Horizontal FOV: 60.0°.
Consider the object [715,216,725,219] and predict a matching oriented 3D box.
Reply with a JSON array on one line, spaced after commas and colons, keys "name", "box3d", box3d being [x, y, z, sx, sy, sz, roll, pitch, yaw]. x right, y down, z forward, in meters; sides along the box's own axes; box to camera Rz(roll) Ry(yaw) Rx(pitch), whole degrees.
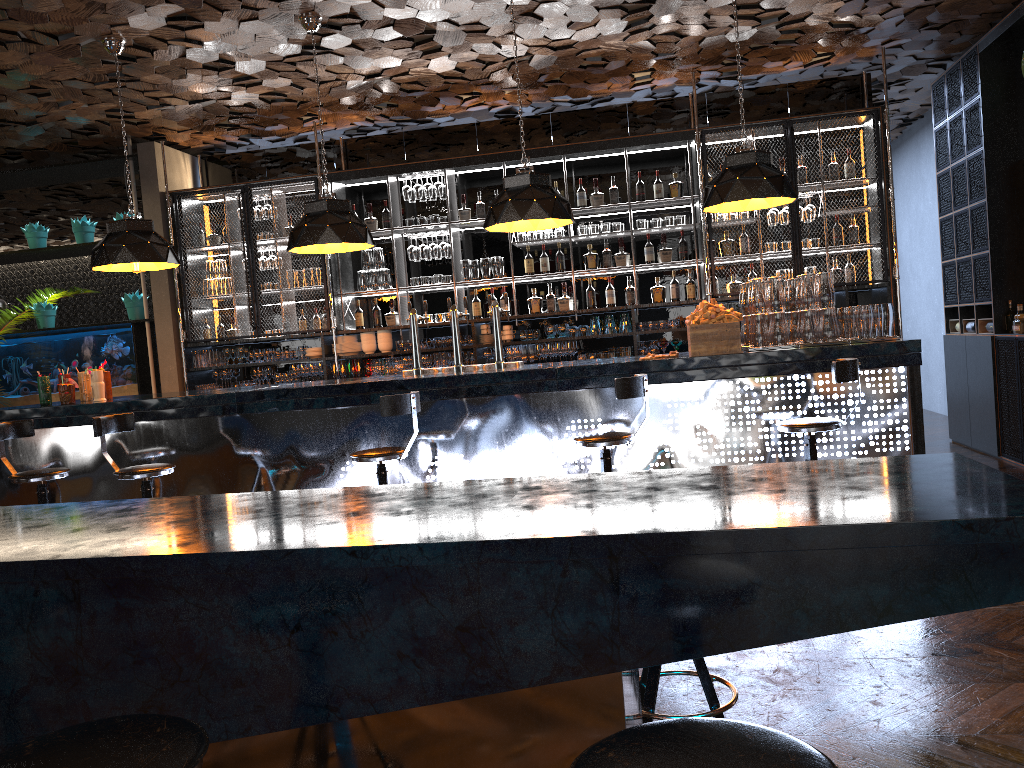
[{"name": "object", "box3d": [1.882, -1.538, 8.039, 0.089, 0.092, 0.089, -3, 3, 35]}]

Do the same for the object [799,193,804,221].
[{"name": "object", "box3d": [2.550, -1.576, 7.910, 0.092, 0.244, 0.092, -5, 3, 4]}]

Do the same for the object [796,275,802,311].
[{"name": "object", "box3d": [1.748, -0.546, 5.300, 0.105, 0.209, 0.105, -3, 3, 35]}]

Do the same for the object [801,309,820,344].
[{"name": "object", "box3d": [1.726, -0.327, 5.138, 0.105, 0.209, 0.105, -3, 3, 35]}]

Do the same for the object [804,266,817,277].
[{"name": "object", "box3d": [2.674, -0.941, 7.932, 0.105, 0.209, 0.105, -5, 3, -5]}]

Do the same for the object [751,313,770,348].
[{"name": "object", "box3d": [1.446, -0.305, 5.177, 0.105, 0.209, 0.105, -3, 3, 35]}]

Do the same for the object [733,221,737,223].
[{"name": "object", "box3d": [2.049, -1.537, 8.196, 0.089, 0.092, 0.089, -6, 3, -30]}]

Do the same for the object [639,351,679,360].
[{"name": "object", "box3d": [0.872, -0.167, 5.307, 0.377, 0.045, 0.198, -7, 4, -42]}]

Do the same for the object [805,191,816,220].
[{"name": "object", "box3d": [2.652, -1.584, 7.893, 0.092, 0.244, 0.092, -5, 3, 4]}]

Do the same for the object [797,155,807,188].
[{"name": "object", "box3d": [2.598, -1.914, 7.974, 0.083, 0.282, 0.083, -5, 3, -5]}]

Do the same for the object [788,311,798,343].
[{"name": "object", "box3d": [1.787, -0.352, 5.581, 0.105, 0.209, 0.105, -3, 3, 35]}]

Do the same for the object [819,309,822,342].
[{"name": "object", "box3d": [1.865, -0.343, 5.238, 0.105, 0.209, 0.105, -3, 3, 35]}]

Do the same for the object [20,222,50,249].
[{"name": "object", "box3d": [-4.919, -1.519, 9.165, 0.265, 0.325, 0.245, -6, 3, -26]}]

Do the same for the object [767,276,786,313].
[{"name": "object", "box3d": [1.549, -0.525, 5.212, 0.105, 0.209, 0.105, -3, 3, 35]}]

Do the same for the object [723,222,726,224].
[{"name": "object", "box3d": [1.929, -1.526, 8.178, 0.089, 0.092, 0.089, -3, 3, 33]}]

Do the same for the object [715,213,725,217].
[{"name": "object", "box3d": [1.880, -1.565, 8.037, 0.089, 0.092, 0.089, -3, 3, 35]}]

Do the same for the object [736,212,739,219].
[{"name": "object", "box3d": [2.047, -1.557, 8.195, 0.089, 0.092, 0.089, -5, 3, -5]}]

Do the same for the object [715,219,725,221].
[{"name": "object", "box3d": [1.884, -1.516, 8.040, 0.089, 0.092, 0.089, -3, 3, 35]}]

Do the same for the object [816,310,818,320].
[{"name": "object", "box3d": [1.898, -0.361, 5.575, 0.105, 0.209, 0.105, -3, 3, 35]}]

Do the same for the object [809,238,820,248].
[{"name": "object", "box3d": [2.716, -1.255, 7.951, 0.089, 0.092, 0.089, -5, 3, -6]}]

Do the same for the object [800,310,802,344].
[{"name": "object", "box3d": [1.757, -0.334, 5.249, 0.105, 0.209, 0.105, -3, 3, 35]}]

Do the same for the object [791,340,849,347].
[{"name": "object", "box3d": [1.817, -0.243, 5.269, 0.273, 0.019, 0.437, -4, 3, 10]}]

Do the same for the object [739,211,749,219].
[{"name": "object", "box3d": [2.097, -1.533, 8.016, 0.089, 0.092, 0.089, -6, 3, -30]}]

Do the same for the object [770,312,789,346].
[{"name": "object", "box3d": [1.558, -0.314, 5.171, 0.105, 0.209, 0.105, -3, 3, 35]}]

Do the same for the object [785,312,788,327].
[{"name": "object", "box3d": [1.837, -0.367, 5.809, 0.105, 0.209, 0.105, -3, 3, 35]}]

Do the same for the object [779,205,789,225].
[{"name": "object", "box3d": [2.480, -1.579, 8.089, 0.092, 0.244, 0.092, -5, 3, 4]}]

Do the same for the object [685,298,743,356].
[{"name": "object", "box3d": [1.220, -0.350, 5.337, 0.340, 0.332, 0.464, -4, 3, 13]}]

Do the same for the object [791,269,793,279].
[{"name": "object", "box3d": [2.577, -0.937, 8.009, 0.105, 0.209, 0.105, -5, 3, -5]}]

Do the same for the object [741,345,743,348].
[{"name": "object", "box3d": [1.598, -0.247, 5.750, 0.273, 0.019, 0.437, -4, 3, 10]}]

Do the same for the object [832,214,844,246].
[{"name": "object", "box3d": [2.921, -1.374, 7.957, 0.086, 0.299, 0.086, -6, 3, -31]}]

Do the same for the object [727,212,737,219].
[{"name": "object", "box3d": [1.990, -1.546, 8.045, 0.089, 0.092, 0.089, -3, 3, 35]}]

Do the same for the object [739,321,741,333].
[{"name": "object", "box3d": [2.109, -0.443, 8.058, 0.170, 0.313, 0.170, -5, 3, 4]}]

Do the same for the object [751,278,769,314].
[{"name": "object", "box3d": [1.459, -0.518, 5.223, 0.105, 0.209, 0.105, -3, 3, 35]}]

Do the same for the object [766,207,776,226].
[{"name": "object", "box3d": [2.372, -1.571, 8.107, 0.092, 0.244, 0.092, -5, 3, 4]}]

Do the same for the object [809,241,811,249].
[{"name": "object", "box3d": [2.686, -1.259, 8.093, 0.089, 0.092, 0.089, -5, 3, -6]}]

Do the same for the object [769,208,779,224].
[{"name": "object", "box3d": [2.345, -1.561, 7.945, 0.092, 0.244, 0.092, -5, 3, 4]}]

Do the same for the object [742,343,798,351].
[{"name": "object", "box3d": [1.537, -0.222, 5.307, 0.273, 0.019, 0.437, -4, 3, 10]}]

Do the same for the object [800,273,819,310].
[{"name": "object", "box3d": [1.738, -0.540, 5.184, 0.105, 0.209, 0.105, -3, 3, 35]}]

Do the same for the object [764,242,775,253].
[{"name": "object", "box3d": [2.320, -1.223, 7.977, 0.089, 0.092, 0.089, -5, 3, -6]}]

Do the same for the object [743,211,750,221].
[{"name": "object", "box3d": [2.147, -1.544, 8.173, 0.089, 0.092, 0.089, -3, 3, 35]}]

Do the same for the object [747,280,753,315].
[{"name": "object", "box3d": [1.469, -0.525, 5.339, 0.105, 0.209, 0.105, -3, 3, 35]}]

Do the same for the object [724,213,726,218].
[{"name": "object", "box3d": [1.925, -1.575, 8.176, 0.089, 0.092, 0.089, -5, 3, -6]}]

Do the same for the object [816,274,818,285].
[{"name": "object", "box3d": [1.859, -0.554, 5.287, 0.105, 0.209, 0.105, -3, 3, 35]}]

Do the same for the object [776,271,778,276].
[{"name": "object", "box3d": [2.460, -0.931, 8.082, 0.105, 0.209, 0.105, -5, 3, -5]}]

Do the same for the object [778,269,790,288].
[{"name": "object", "box3d": [2.449, -0.925, 7.967, 0.105, 0.209, 0.105, -5, 3, -5]}]

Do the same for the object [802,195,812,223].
[{"name": "object", "box3d": [2.679, -1.593, 8.055, 0.092, 0.244, 0.092, -5, 3, 4]}]

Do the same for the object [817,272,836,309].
[{"name": "object", "box3d": [1.828, -0.546, 5.173, 0.105, 0.209, 0.105, -3, 3, 35]}]

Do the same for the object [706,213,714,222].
[{"name": "object", "box3d": [1.792, -1.511, 8.090, 0.089, 0.092, 0.089, -7, 3, -35]}]

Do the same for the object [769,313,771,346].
[{"name": "object", "box3d": [1.613, -0.329, 5.397, 0.105, 0.209, 0.105, -3, 3, 35]}]

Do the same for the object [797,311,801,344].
[{"name": "object", "box3d": [1.776, -0.341, 5.367, 0.105, 0.209, 0.105, -3, 3, 35]}]

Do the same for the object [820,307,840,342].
[{"name": "object", "box3d": [1.837, -0.336, 5.132, 0.105, 0.209, 0.105, -3, 3, 35]}]

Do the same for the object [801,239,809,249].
[{"name": "object", "box3d": [2.611, -1.245, 7.923, 0.089, 0.092, 0.089, -5, 3, -6]}]

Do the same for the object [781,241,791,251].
[{"name": "object", "box3d": [2.480, -1.238, 8.007, 0.089, 0.092, 0.089, -4, 3, 10]}]

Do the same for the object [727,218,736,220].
[{"name": "object", "box3d": [1.991, -1.525, 8.046, 0.089, 0.092, 0.089, -3, 3, 35]}]

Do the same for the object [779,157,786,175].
[{"name": "object", "box3d": [2.444, -1.900, 8.002, 0.123, 0.279, 0.123, -4, 3, 13]}]

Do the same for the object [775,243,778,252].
[{"name": "object", "box3d": [2.374, -1.232, 8.070, 0.089, 0.092, 0.089, -6, 3, -23]}]

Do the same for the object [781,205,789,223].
[{"name": "object", "box3d": [2.453, -1.569, 7.927, 0.092, 0.244, 0.092, -5, 3, 4]}]
